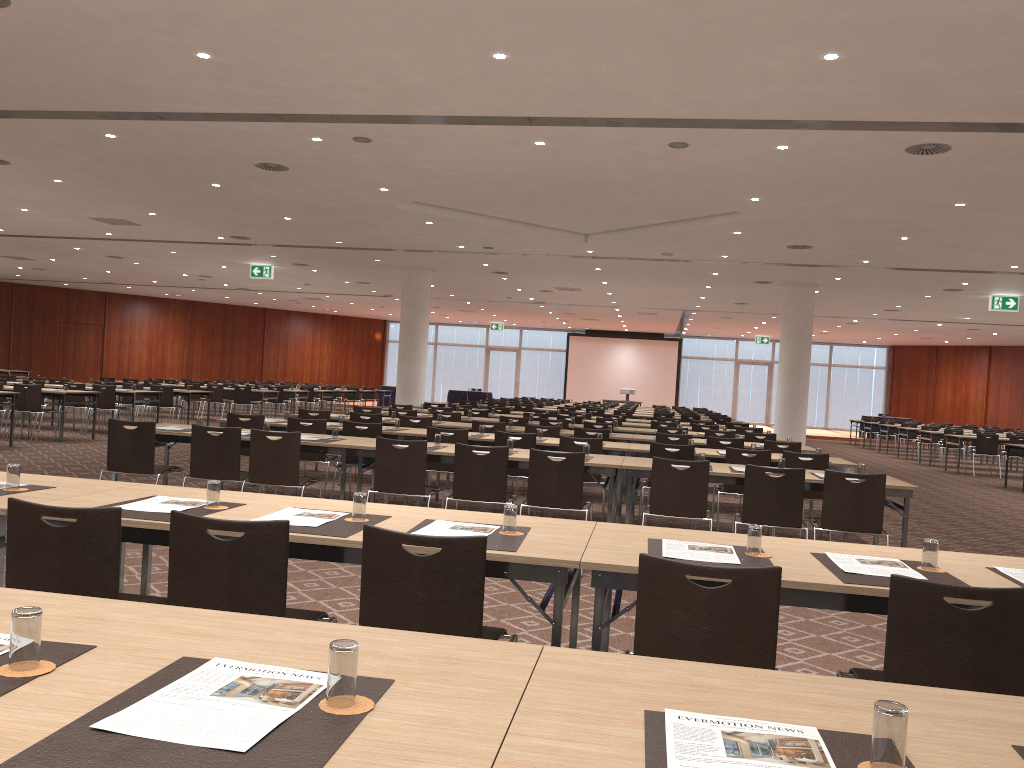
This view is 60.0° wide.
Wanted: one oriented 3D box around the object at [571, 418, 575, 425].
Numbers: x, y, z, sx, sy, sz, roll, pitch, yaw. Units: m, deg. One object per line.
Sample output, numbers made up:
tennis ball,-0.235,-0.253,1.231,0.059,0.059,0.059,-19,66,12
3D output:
object,0.937,0.574,13.640,0.054,0.114,0.054,3,1,-2

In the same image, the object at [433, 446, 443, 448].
object,-0.652,0.556,7.823,0.102,0.001,0.102,3,0,-25

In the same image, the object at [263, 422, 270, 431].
object,-2.236,0.402,8.082,0.054,0.114,0.054,4,1,43

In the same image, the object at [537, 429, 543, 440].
object,0.308,0.549,9.703,0.054,0.114,0.054,3,1,-2

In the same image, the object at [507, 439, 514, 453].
object,-0.016,0.537,7.713,0.054,0.114,0.054,3,1,-25

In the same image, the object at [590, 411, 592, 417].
object,1.565,0.598,17.592,0.054,0.114,0.054,3,1,-2

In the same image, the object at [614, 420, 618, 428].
object,1.582,0.613,13.534,0.054,0.114,0.054,4,1,43

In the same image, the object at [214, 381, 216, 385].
object,-8.286,-0.020,24.739,0.054,0.114,0.054,4,1,43

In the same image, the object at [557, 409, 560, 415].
object,0.936,0.559,17.697,0.054,0.114,0.054,3,1,-2

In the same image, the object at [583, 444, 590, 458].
object,0.636,0.576,7.606,0.054,0.114,0.054,3,1,-25

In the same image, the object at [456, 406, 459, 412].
object,-0.980,0.450,15.979,0.054,0.114,0.054,4,1,20

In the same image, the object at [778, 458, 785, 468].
object,2.235,0.674,7.356,0.054,0.114,0.054,4,1,43

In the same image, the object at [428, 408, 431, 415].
object,-1.304,0.437,14.007,0.054,0.114,0.054,3,1,-2

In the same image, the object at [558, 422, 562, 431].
object,0.634,0.562,11.663,0.054,0.114,0.054,4,1,43

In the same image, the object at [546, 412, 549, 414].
object,0.624,0.547,15.724,0.054,0.114,0.054,4,1,43

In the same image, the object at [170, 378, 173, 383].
object,-9.577,-0.099,24.944,0.054,0.114,0.054,4,1,43

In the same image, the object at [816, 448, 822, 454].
object,3.193,0.725,9.238,0.054,0.114,0.054,3,1,-2

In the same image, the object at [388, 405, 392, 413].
object,-1.939,0.399,14.109,0.054,0.114,0.054,3,1,-2

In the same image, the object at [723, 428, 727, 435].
object,3.185,0.710,13.277,0.054,0.114,0.054,3,1,-25

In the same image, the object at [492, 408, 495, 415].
object,-0.335,0.489,15.865,0.054,0.114,0.054,4,1,20

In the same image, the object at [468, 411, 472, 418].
object,-0.662,0.476,13.896,0.054,0.114,0.054,3,1,-25

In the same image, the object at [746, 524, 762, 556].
object,0.949,0.610,3.472,0.054,0.114,0.054,4,1,43

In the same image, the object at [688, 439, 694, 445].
object,1.906,0.646,9.441,0.054,0.114,0.054,4,1,43

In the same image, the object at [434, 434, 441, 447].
object,-0.654,0.498,7.812,0.054,0.114,0.054,3,1,-25

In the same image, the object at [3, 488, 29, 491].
object,-2.229,0.474,3.984,0.102,0.001,0.102,3,0,-25

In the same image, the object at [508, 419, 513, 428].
object,-0.017,0.523,11.761,0.054,0.114,0.054,4,1,43

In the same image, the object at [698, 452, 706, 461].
object,1.597,0.635,7.460,0.054,0.114,0.054,4,1,43

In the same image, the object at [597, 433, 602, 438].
object,0.948,0.588,9.597,0.054,0.114,0.054,3,1,-2

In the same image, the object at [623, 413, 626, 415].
object,2.211,0.637,17.486,0.054,0.114,0.054,3,1,-2

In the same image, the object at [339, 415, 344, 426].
object,-1.932,0.413,10.058,0.054,0.114,0.054,4,1,20

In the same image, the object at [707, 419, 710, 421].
object,3.817,0.734,17.243,0.054,0.114,0.054,4,1,43

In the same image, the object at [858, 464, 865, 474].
object,2.865,0.712,7.269,0.054,0.114,0.054,3,1,-25

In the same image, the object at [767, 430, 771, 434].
object,3.820,0.749,13.187,0.054,0.114,0.054,3,1,-2

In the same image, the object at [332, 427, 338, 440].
object,-1.592,0.441,7.979,0.054,0.114,0.054,3,1,-25

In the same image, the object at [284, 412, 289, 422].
object,-2.577,0.374,10.146,0.054,0.114,0.054,3,1,-2

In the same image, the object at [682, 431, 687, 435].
object,2.217,0.658,11.419,0.054,0.114,0.054,4,1,20

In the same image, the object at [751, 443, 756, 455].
object,2.545,0.685,9.346,0.054,0.114,0.054,4,1,43

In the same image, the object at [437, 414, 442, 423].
object,-0.974,0.465,11.922,0.054,0.114,0.054,3,1,-25

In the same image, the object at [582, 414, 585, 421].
object,1.259,0.586,15.618,0.054,0.114,0.054,4,1,43

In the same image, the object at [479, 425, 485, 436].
object,-0.333,0.511,9.787,0.054,0.114,0.054,3,1,-2

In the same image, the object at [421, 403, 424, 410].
object,-1.623,0.411,16.086,0.054,0.114,0.054,4,1,43

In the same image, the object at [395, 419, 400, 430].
object,-1.284,0.453,9.941,0.054,0.114,0.054,4,1,43

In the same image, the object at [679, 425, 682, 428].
object,2.544,0.671,13.394,0.054,0.114,0.054,3,1,-25

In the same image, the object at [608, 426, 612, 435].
object,1.272,0.601,11.556,0.054,0.114,0.054,4,1,43

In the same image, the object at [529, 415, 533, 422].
object,0.301,0.535,13.748,0.054,0.114,0.054,3,1,-2

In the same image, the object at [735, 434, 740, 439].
object,2.871,0.698,11.310,0.054,0.114,0.054,3,1,-25

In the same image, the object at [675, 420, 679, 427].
object,2.854,0.683,15.362,0.054,0.114,0.054,3,1,-25

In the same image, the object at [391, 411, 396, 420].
object,-1.607,0.426,12.026,0.054,0.114,0.054,3,1,-25

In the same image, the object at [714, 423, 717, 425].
object,3.497,0.722,15.253,0.054,0.114,0.054,3,1,-25

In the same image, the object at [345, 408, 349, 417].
object,-2.258,0.386,12.137,0.054,0.114,0.054,4,1,43

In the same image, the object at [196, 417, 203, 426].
object,-2.879,0.363,8.169,0.054,0.114,0.054,3,1,-25

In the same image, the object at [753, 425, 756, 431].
object,4.142,0.761,15.151,0.054,0.114,0.054,4,1,43

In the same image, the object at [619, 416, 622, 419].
object,1.899,0.625,15.512,0.054,0.114,0.054,4,1,43

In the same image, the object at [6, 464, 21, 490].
object,-2.237,0.416,3.977,0.054,0.114,0.054,3,1,-25

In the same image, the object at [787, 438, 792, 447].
object,3.505,0.737,11.217,0.054,0.114,0.054,3,1,-25
